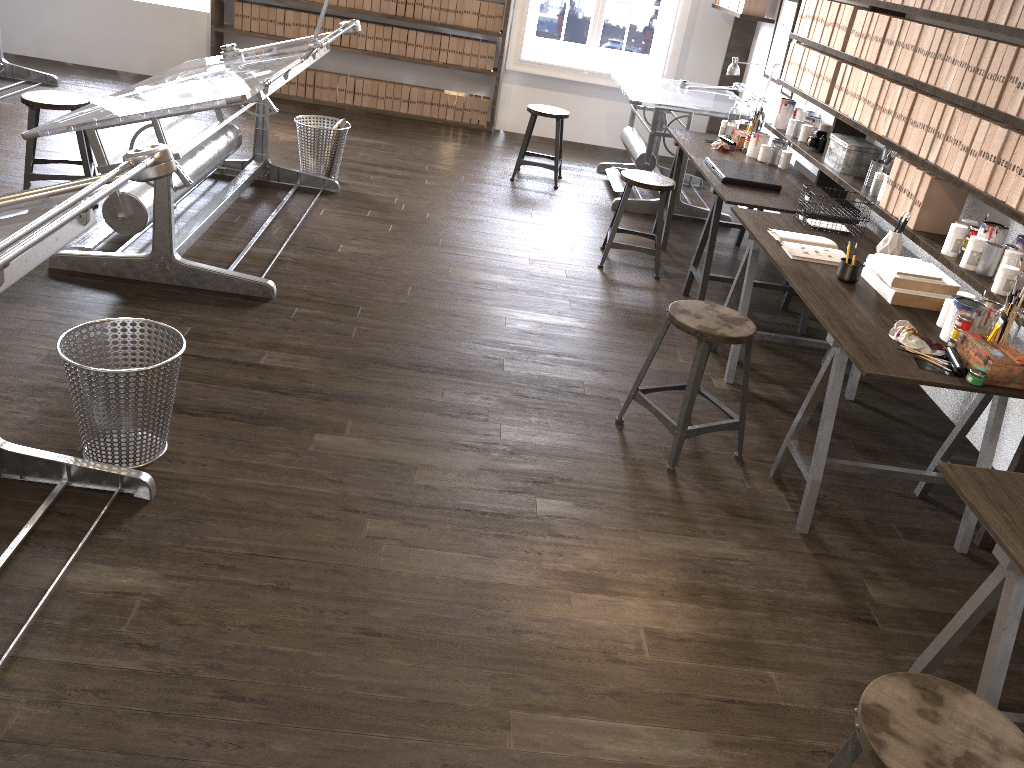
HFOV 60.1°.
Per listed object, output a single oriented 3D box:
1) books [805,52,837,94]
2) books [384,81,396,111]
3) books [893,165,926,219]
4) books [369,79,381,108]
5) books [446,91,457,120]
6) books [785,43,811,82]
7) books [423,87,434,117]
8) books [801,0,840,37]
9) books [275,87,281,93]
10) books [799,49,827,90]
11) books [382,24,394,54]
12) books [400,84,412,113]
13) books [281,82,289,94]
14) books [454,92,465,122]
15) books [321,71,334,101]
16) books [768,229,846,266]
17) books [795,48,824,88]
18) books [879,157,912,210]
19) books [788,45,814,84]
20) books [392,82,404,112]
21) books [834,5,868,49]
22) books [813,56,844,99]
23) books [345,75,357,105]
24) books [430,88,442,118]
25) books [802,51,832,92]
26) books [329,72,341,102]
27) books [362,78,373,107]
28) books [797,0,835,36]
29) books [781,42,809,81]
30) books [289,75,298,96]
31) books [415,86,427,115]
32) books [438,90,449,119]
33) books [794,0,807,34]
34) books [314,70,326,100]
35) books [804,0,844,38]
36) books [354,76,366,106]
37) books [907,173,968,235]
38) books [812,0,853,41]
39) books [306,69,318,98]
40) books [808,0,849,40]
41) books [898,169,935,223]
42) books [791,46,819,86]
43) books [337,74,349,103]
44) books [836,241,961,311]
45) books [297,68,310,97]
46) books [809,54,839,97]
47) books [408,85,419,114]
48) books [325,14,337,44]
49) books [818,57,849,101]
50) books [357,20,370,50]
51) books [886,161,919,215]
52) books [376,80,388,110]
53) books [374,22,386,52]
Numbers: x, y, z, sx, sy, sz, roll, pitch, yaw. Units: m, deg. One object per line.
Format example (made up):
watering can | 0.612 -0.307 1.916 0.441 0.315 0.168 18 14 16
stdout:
books | 1.775 -1.733 4.985 0.174 0.221 0.068 8 25 -5
books | -1.085 -2.567 7.891 0.066 0.221 0.178 8 26 -5
books | 1.753 -0.804 3.772 0.174 0.221 0.068 8 25 -4
books | -1.220 -2.584 7.878 0.066 0.221 0.178 8 26 -5
books | -0.540 -2.490 7.927 0.066 0.221 0.178 8 26 -5
books | 1.776 -1.929 5.364 0.174 0.221 0.068 8 25 -4
books | -0.747 -2.518 7.910 0.067 0.221 0.178 8 26 -5
books | 1.819 -2.137 5.195 0.174 0.221 0.068 8 25 -4
books | -2.055 -2.697 7.816 0.066 0.221 0.178 8 26 -5
books | 1.781 -1.799 5.114 0.174 0.221 0.068 8 25 -4
books | -1.076 -2.996 7.683 0.066 0.221 0.178 8 26 -5
books | -0.946 -2.545 7.896 0.067 0.221 0.178 8 26 -5
books | -1.985 -2.688 7.821 0.066 0.221 0.178 8 26 -5
books | -0.470 -2.483 7.937 0.066 0.221 0.178 8 26 -5
books | -1.632 -2.639 7.846 0.066 0.221 0.178 8 26 -5
books | 1.224 -0.569 3.643 0.256 0.029 0.362 8 27 -4
books | 1.778 -1.832 5.177 0.174 0.221 0.068 8 25 -4
books | 1.746 -0.870 3.897 0.174 0.221 0.068 8 25 -5
books | 1.775 -1.900 5.307 0.174 0.221 0.068 8 25 -4
books | -1.016 -2.556 7.894 0.066 0.221 0.178 8 26 -5
books | 1.824 -1.868 4.677 0.174 0.221 0.068 8 25 -4
books | 1.781 -1.669 4.862 0.174 0.221 0.068 8 25 -5
books | -1.427 -2.611 7.861 0.066 0.221 0.178 8 26 -5
books | -0.680 -2.511 7.921 0.066 0.221 0.178 8 26 -5
books | 1.778 -1.767 5.051 0.174 0.221 0.068 8 25 -5
books | -1.570 -2.629 7.847 0.067 0.221 0.178 8 26 -5
books | -1.282 -2.591 7.872 0.066 0.221 0.178 8 26 -5
books | 1.816 -2.167 5.252 0.174 0.221 0.068 8 25 -4
books | 1.770 -1.961 5.424 0.174 0.221 0.068 8 25 -5
books | -1.915 -2.676 7.823 0.066 0.221 0.178 8 26 -5
books | -0.813 -2.529 7.909 0.066 0.221 0.178 8 26 -5
books | -0.610 -2.502 7.926 0.066 0.221 0.178 8 26 -5
books | 1.814 -2.201 5.317 0.174 0.221 0.068 8 25 -5
books | -1.697 -2.649 7.844 0.066 0.221 0.178 8 26 -5
books | 1.815 -2.106 5.134 0.174 0.221 0.068 8 25 -5
books | -1.353 -2.600 7.865 0.067 0.221 0.178 8 26 -5
books | 1.755 -0.737 3.643 0.174 0.221 0.068 8 25 -5
books | 1.822 -2.040 5.009 0.174 0.221 0.068 8 25 -4
books | -1.770 -2.656 7.833 0.067 0.221 0.178 8 26 -5
books | 1.821 -2.074 5.074 0.174 0.221 0.068 8 25 -4
books | 1.750 -0.771 3.708 0.174 0.221 0.068 8 25 -5
books | 1.774 -1.866 5.241 0.174 0.221 0.068 8 25 -5
books | -1.498 -2.619 7.853 0.066 0.221 0.178 8 26 -5
books | 1.412 -0.407 3.274 0.385 0.145 0.300 8 27 -4
books | -1.844 -2.669 7.832 0.066 0.221 0.178 8 26 -5
books | 1.776 -1.699 4.919 0.174 0.221 0.068 8 25 -4
books | -0.875 -2.536 7.903 0.066 0.221 0.178 8 26 -5
books | -1.568 -3.061 7.643 0.066 0.221 0.178 8 26 -5
books | 1.784 -1.638 4.803 0.174 0.221 0.068 8 25 -4
books | -1.285 -3.022 7.662 0.066 0.221 0.178 8 26 -5
books | 1.752 -0.838 3.836 0.174 0.221 0.068 8 25 -4
books | -1.154 -2.573 7.879 0.067 0.221 0.178 8 26 -5
books | -1.145 -3.006 7.680 0.066 0.221 0.178 8 26 -5
